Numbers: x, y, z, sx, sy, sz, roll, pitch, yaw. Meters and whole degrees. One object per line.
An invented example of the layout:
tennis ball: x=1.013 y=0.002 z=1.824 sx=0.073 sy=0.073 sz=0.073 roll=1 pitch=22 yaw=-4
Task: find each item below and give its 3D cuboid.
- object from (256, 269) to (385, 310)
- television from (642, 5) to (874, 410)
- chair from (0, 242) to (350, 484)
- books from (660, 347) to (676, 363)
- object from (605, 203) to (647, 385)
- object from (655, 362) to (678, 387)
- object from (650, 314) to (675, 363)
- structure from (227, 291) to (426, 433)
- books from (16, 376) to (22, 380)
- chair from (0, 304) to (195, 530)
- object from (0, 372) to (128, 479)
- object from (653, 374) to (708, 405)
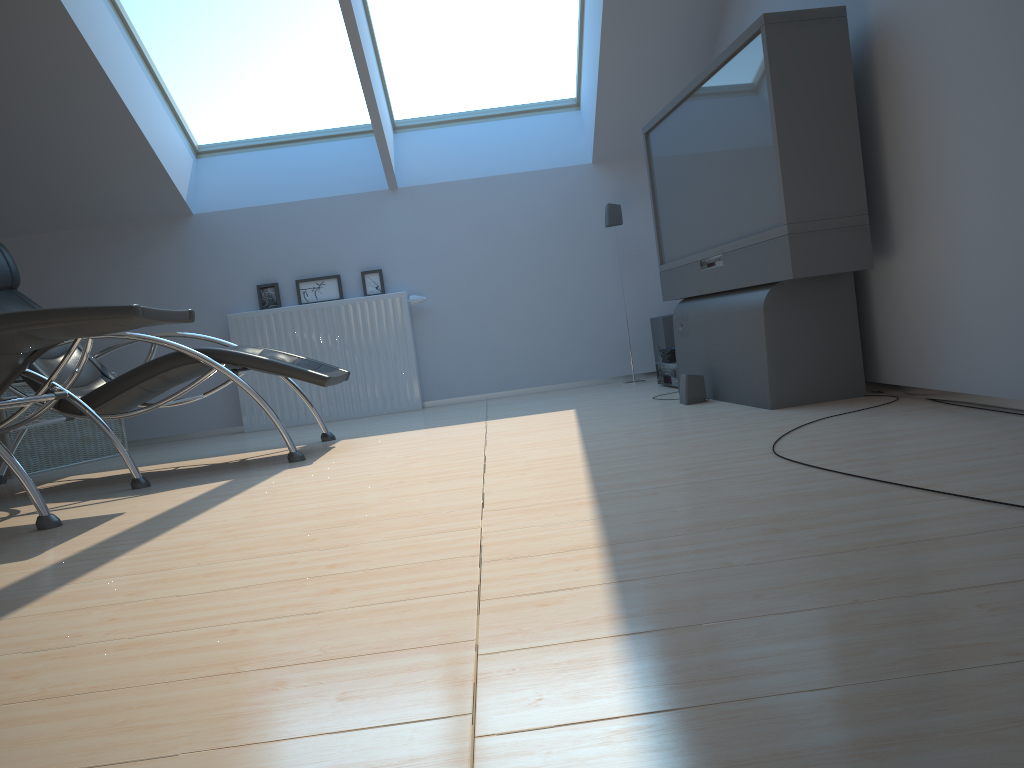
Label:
object: x=-1.288 y=-0.631 z=5.985 sx=0.846 sy=0.180 sz=0.030 roll=-8 pitch=3 yaw=-1
television: x=1.050 y=-0.665 z=4.060 sx=0.400 sy=1.446 sz=1.686 roll=-8 pitch=3 yaw=-6
chair: x=-1.814 y=-0.200 z=4.205 sx=1.938 sy=1.251 sz=0.836 roll=-8 pitch=3 yaw=-1
books: x=-0.564 y=0.189 z=3.652 sx=4.790 sy=0.222 sz=1.045 roll=-10 pitch=4 yaw=-34
object: x=0.730 y=-0.590 z=5.812 sx=0.158 sy=1.181 sz=0.160 roll=-8 pitch=3 yaw=-1
object: x=1.064 y=-0.075 z=5.143 sx=0.358 sy=0.138 sz=0.450 roll=-8 pitch=3 yaw=-6
object: x=1.136 y=-0.262 z=5.665 sx=0.401 sy=0.424 sz=0.400 roll=-8 pitch=3 yaw=-1
structure: x=-1.190 y=-0.155 z=5.986 sx=1.324 sy=0.800 sz=0.120 roll=-8 pitch=3 yaw=-1
books: x=-2.971 y=-0.072 z=5.240 sx=0.165 sy=0.184 sz=0.162 roll=-8 pitch=3 yaw=-2
chair: x=-2.276 y=0.067 z=3.232 sx=2.114 sy=0.953 sz=0.836 roll=-8 pitch=3 yaw=-1
object: x=-2.884 y=0.252 z=5.299 sx=0.744 sy=0.518 sz=0.745 roll=-6 pitch=4 yaw=29
object: x=0.949 y=-0.024 z=4.623 sx=0.394 sy=0.141 sz=1.163 roll=-6 pitch=4 yaw=28
